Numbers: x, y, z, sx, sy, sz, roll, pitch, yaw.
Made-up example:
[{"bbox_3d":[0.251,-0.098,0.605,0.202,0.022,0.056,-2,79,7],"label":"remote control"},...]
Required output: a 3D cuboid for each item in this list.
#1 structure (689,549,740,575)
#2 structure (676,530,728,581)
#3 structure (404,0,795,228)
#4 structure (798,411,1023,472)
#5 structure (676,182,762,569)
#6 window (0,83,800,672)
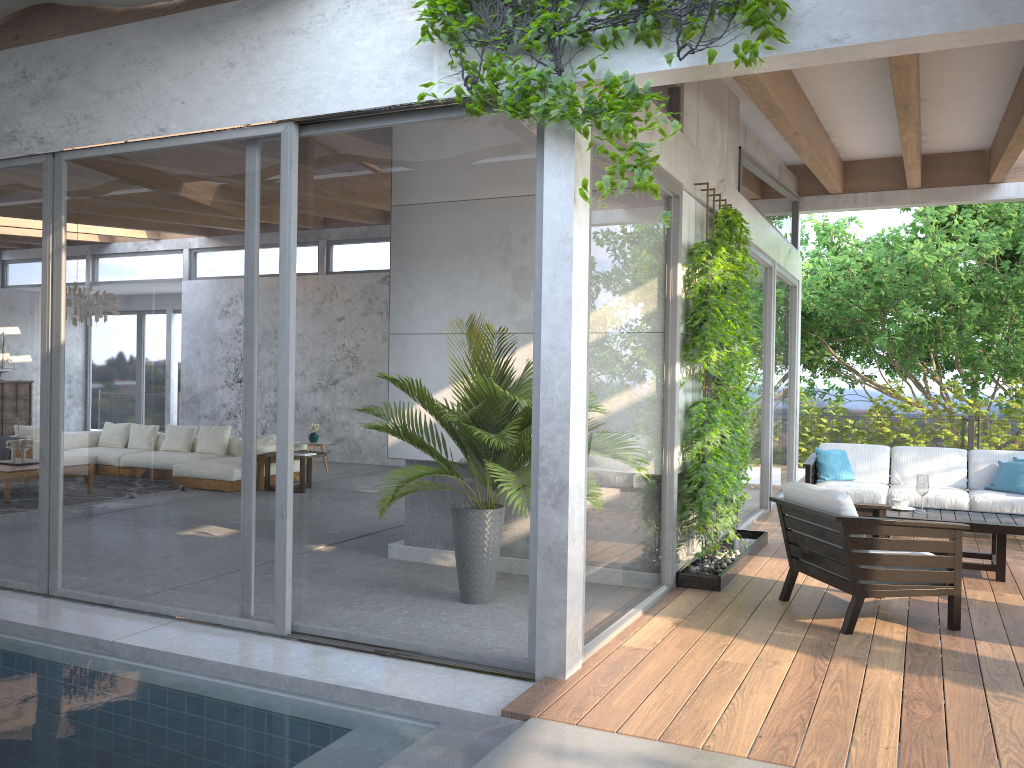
[{"bbox_3d":[1.434,1.252,6.246,0.231,0.044,0.928,1,0,25],"label":"structure"},{"bbox_3d":[0.484,1.065,7.231,2.203,0.595,2.012,1,0,25],"label":"structure"},{"bbox_3d":[0.254,-1.667,3.694,1.822,2.054,0.918,1,0,22],"label":"structure"},{"bbox_3d":[3.784,1.070,9.848,15.587,3.022,31.708,1,0,-24],"label":"structure"},{"bbox_3d":[1.563,-0.038,6.594,0.500,2.669,1.851,1,0,25],"label":"structure"},{"bbox_3d":[-5.609,-0.638,9.959,23.280,3.764,14.294,1,0,25],"label":"window"}]
